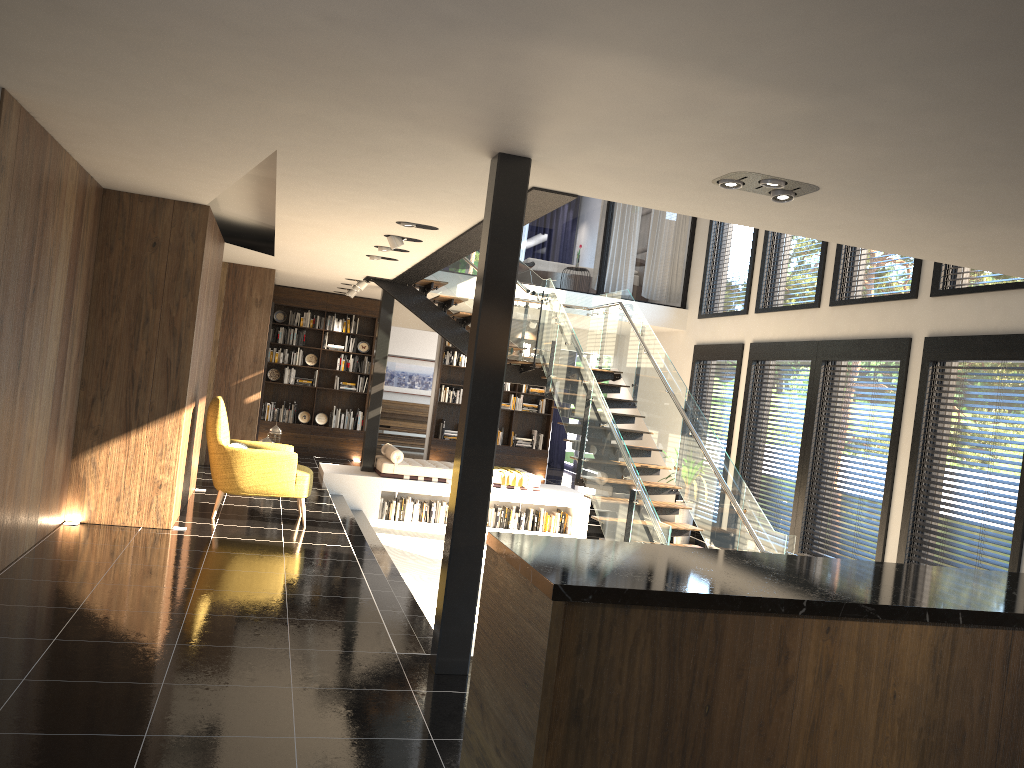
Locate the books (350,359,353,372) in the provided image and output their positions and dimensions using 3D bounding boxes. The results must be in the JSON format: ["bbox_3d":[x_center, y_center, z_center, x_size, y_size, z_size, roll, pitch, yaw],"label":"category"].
[{"bbox_3d":[-2.654,-0.311,14.653,0.027,0.219,0.139,7,0,-15],"label":"books"}]

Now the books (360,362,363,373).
[{"bbox_3d":[-2.498,-0.277,14.714,0.026,0.190,0.121,7,0,-15],"label":"books"}]

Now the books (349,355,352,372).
[{"bbox_3d":[-2.676,-0.345,14.656,0.020,0.281,0.153,7,0,-15],"label":"books"}]

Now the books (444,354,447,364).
[{"bbox_3d":[-1.143,-0.418,15.086,0.037,0.177,0.109,7,0,-15],"label":"books"}]

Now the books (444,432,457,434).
[{"bbox_3d":[-1.045,0.838,15.206,0.271,0.025,0.156,7,0,-14],"label":"books"}]

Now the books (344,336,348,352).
[{"bbox_3d":[-2.748,-0.667,14.670,0.023,0.264,0.218,7,0,-15],"label":"books"}]

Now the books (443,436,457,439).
[{"bbox_3d":[-1.051,0.918,15.195,0.258,0.024,0.167,7,0,-14],"label":"books"}]

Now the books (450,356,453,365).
[{"bbox_3d":[-1.034,-0.400,15.111,0.030,0.168,0.125,7,0,-15],"label":"books"}]

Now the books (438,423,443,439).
[{"bbox_3d":[-1.226,0.798,15.157,0.025,0.270,0.156,7,0,-15],"label":"books"}]

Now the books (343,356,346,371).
[{"bbox_3d":[-2.767,-0.342,14.627,0.014,0.253,0.169,7,0,-15],"label":"books"}]

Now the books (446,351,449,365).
[{"bbox_3d":[-1.112,-0.441,15.108,0.030,0.230,0.103,7,0,-15],"label":"books"}]

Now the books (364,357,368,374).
[{"bbox_3d":[-2.430,-0.313,14.708,0.016,0.278,0.201,7,0,-15],"label":"books"}]

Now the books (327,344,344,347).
[{"bbox_3d":[-2.916,-0.629,14.651,0.264,0.021,0.189,7,0,-17],"label":"books"}]

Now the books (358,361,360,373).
[{"bbox_3d":[-2.542,-0.285,14.711,0.060,0.196,0.119,7,0,-15],"label":"books"}]

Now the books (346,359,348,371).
[{"bbox_3d":[-2.735,-0.311,14.650,0.026,0.200,0.154,7,0,-15],"label":"books"}]

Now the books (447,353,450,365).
[{"bbox_3d":[-1.087,-0.426,15.109,0.021,0.207,0.102,7,0,-15],"label":"books"}]

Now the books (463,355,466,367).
[{"bbox_3d":[-0.820,-0.395,15.173,0.025,0.211,0.125,7,0,-15],"label":"books"}]

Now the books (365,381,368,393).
[{"bbox_3d":[-2.424,0.045,14.775,0.021,0.204,0.169,7,0,-15],"label":"books"}]

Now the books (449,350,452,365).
[{"bbox_3d":[-1.060,-0.447,15.116,0.029,0.254,0.128,7,0,-15],"label":"books"}]

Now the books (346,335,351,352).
[{"bbox_3d":[-2.708,-0.673,14.664,0.049,0.286,0.259,7,0,-15],"label":"books"}]

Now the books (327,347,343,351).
[{"bbox_3d":[-2.924,-0.572,14.656,0.239,0.033,0.176,7,0,-18],"label":"books"}]

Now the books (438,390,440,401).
[{"bbox_3d":[-1.262,0.179,15.111,0.025,0.227,0.156,7,0,-15],"label":"books"}]

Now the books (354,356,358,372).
[{"bbox_3d":[-2.594,-0.332,14.676,0.037,0.277,0.179,7,0,-15],"label":"books"}]

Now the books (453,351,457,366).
[{"bbox_3d":[-0.981,-0.432,15.133,0.034,0.245,0.127,7,0,-15],"label":"books"}]

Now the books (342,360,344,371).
[{"bbox_3d":[-2.793,-0.309,14.628,0.028,0.180,0.130,7,0,-15],"label":"books"}]

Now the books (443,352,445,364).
[{"bbox_3d":[-1.175,-0.440,15.086,0.031,0.212,0.127,7,0,-15],"label":"books"}]

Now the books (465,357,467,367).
[{"bbox_3d":[-0.794,-0.390,15.190,0.034,0.208,0.112,7,0,-15],"label":"books"}]

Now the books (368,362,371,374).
[{"bbox_3d":[-2.375,-0.265,14.724,0.026,0.196,0.170,7,0,-15],"label":"books"}]

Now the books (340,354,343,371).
[{"bbox_3d":[-2.809,-0.357,14.616,0.019,0.272,0.175,7,0,-15],"label":"books"}]

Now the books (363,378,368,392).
[{"bbox_3d":[-2.446,0.017,14.737,0.047,0.253,0.210,7,0,-15],"label":"books"}]

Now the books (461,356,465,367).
[{"bbox_3d":[-0.847,-0.389,15.157,0.033,0.194,0.120,7,0,-15],"label":"books"}]

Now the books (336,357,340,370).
[{"bbox_3d":[-2.868,-0.333,14.628,0.033,0.211,0.132,7,0,-15],"label":"books"}]

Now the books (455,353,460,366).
[{"bbox_3d":[-0.943,-0.417,15.150,0.052,0.224,0.099,7,0,-15],"label":"books"}]

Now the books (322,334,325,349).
[{"bbox_3d":[-3.110,-0.701,14.598,0.028,0.242,0.194,7,0,-15],"label":"books"}]

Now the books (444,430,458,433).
[{"bbox_3d":[-1.039,0.814,15.196,0.257,0.024,0.167,7,0,-15],"label":"books"}]

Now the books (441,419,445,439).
[{"bbox_3d":[-1.184,0.768,15.121,0.028,0.340,0.203,7,0,-15],"label":"books"}]

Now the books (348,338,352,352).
[{"bbox_3d":[-2.676,-0.643,14.675,0.025,0.235,0.231,7,0,-15],"label":"books"}]

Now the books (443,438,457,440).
[{"bbox_3d":[-1.058,0.942,15.211,0.247,0.026,0.148,7,0,-16],"label":"books"}]

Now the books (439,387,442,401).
[{"bbox_3d":[-1.237,0.177,15.123,0.028,0.237,0.134,7,0,-15],"label":"books"}]

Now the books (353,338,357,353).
[{"bbox_3d":[-2.602,-0.642,14.698,0.035,0.251,0.196,7,0,-15],"label":"books"}]

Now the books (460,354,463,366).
[{"bbox_3d":[-0.879,-0.401,15.170,0.025,0.208,0.114,7,0,-15],"label":"books"}]

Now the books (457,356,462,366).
[{"bbox_3d":[-0.899,-0.386,15.135,0.029,0.173,0.138,7,0,-15],"label":"books"}]

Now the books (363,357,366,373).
[{"bbox_3d":[-2.451,-0.315,14.722,0.018,0.278,0.114,7,0,-15],"label":"books"}]

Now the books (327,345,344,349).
[{"bbox_3d":[-2.917,-0.603,14.643,0.266,0.030,0.209,7,0,-15],"label":"books"}]

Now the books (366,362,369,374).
[{"bbox_3d":[-2.402,-0.270,14.733,0.023,0.200,0.120,7,0,-15],"label":"books"}]

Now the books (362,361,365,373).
[{"bbox_3d":[-2.470,-0.283,14.702,0.020,0.209,0.147,7,0,-15],"label":"books"}]

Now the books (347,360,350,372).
[{"bbox_3d":[-2.700,-0.305,14.630,0.032,0.195,0.182,7,0,-15],"label":"books"}]

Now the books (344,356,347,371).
[{"bbox_3d":[-2.748,-0.340,14.623,0.021,0.253,0.167,7,0,-15],"label":"books"}]

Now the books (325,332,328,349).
[{"bbox_3d":[-3.055,-0.712,14.591,0.016,0.278,0.209,7,0,-15],"label":"books"}]

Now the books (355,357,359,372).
[{"bbox_3d":[-2.568,-0.322,14.676,0.016,0.262,0.155,7,0,-15],"label":"books"}]

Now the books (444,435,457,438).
[{"bbox_3d":[-1.051,0.893,15.207,0.271,0.025,0.156,7,0,-14],"label":"books"}]

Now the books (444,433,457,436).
[{"bbox_3d":[-1.044,0.866,15.193,0.287,0.030,0.176,7,0,-18],"label":"books"}]

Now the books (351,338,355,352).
[{"bbox_3d":[-2.646,-0.641,14.702,0.047,0.238,0.225,7,0,-15],"label":"books"}]

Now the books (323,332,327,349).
[{"bbox_3d":[-3.074,-0.715,14.580,0.027,0.279,0.166,7,0,-15],"label":"books"}]

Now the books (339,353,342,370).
[{"bbox_3d":[-2.834,-0.364,14.628,0.025,0.280,0.145,7,0,-15],"label":"books"}]

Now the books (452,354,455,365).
[{"bbox_3d":[-1.009,-0.411,15.122,0.021,0.196,0.103,7,0,-15],"label":"books"}]

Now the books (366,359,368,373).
[{"bbox_3d":[-2.421,-0.295,14.735,0.018,0.246,0.144,7,0,-15],"label":"books"}]

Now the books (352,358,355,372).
[{"bbox_3d":[-2.632,-0.318,14.683,0.030,0.239,0.146,7,0,-15],"label":"books"}]
